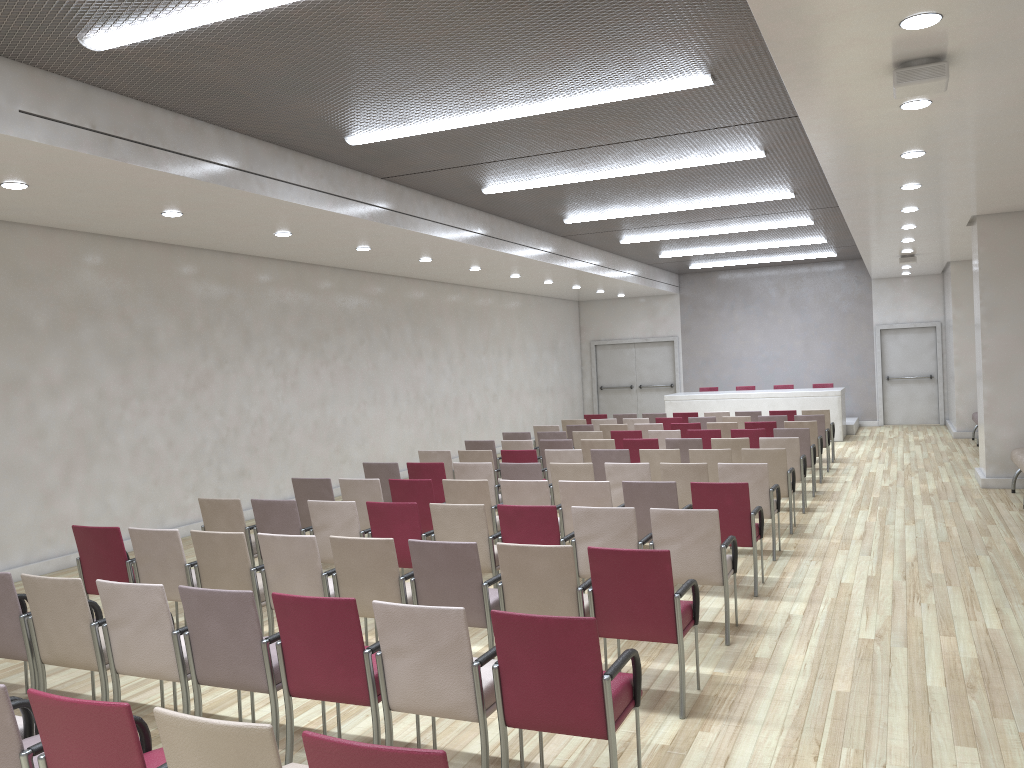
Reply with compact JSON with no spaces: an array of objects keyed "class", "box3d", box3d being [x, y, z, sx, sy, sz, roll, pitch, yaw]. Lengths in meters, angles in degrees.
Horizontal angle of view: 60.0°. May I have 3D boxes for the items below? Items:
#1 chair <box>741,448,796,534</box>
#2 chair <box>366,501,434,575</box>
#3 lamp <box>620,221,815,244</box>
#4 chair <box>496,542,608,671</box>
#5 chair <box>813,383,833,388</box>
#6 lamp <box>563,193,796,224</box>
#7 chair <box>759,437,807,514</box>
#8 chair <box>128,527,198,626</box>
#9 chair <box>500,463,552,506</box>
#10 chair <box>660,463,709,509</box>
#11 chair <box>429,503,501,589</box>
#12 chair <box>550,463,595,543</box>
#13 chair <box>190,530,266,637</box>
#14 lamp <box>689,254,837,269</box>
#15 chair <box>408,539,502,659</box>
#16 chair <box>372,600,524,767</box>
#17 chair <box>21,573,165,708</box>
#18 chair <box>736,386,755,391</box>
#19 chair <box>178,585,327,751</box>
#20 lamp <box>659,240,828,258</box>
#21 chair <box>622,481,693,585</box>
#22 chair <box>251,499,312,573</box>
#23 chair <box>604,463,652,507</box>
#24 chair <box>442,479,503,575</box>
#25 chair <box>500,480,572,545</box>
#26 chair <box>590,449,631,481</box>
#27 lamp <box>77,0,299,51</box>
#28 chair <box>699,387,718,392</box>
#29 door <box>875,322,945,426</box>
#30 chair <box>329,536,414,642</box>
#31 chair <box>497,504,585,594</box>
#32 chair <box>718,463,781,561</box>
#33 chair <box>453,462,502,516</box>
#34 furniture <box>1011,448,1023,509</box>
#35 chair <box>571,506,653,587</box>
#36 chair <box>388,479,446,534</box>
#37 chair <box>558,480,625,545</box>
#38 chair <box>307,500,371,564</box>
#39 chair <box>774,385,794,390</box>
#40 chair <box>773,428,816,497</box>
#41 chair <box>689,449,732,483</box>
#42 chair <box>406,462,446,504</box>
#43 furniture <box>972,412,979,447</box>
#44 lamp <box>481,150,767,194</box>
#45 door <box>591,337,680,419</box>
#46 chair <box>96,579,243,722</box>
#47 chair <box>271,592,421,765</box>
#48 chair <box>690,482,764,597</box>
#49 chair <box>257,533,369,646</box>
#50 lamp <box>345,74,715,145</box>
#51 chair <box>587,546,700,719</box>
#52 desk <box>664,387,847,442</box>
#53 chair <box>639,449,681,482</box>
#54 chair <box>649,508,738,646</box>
[{"class":"chair","box3d":[2.726,1.098,9.410,0.513,0.890,0.640,-2,1,24]},{"class":"chair","box3d":[-0.764,1.316,6.911,0.513,0.890,0.640,-2,1,25]},{"class":"lamp","box3d":[3.475,-2.603,15.302,3.304,0.045,0.198,-2,1,24]},{"class":"chair","box3d":[0.253,1.307,5.123,0.513,0.890,0.640,-2,1,23]},{"class":"chair","box3d":[6.950,0.446,19.829,0.513,0.890,0.640,-2,1,23]},{"class":"lamp","box3d":[2.317,-2.492,12.666,3.304,0.045,0.198,-2,1,24]},{"class":"chair","box3d":[3.218,1.050,10.526,0.513,0.890,0.640,-2,1,23]},{"class":"chair","box3d":[-2.275,1.402,6.233,0.513,0.890,0.640,-2,1,24]},{"class":"chair","box3d":[0.217,1.221,9.155,0.513,0.890,0.640,-2,1,24]},{"class":"chair","box3d":[1.728,1.164,8.503,0.513,0.890,0.640,-2,1,24]},{"class":"chair","box3d":[-0.263,1.297,6.685,0.513,0.890,0.640,-2,1,24]},{"class":"chair","box3d":[0.712,1.203,8.940,0.513,0.890,0.640,-2,1,24]},{"class":"chair","box3d":[-1.769,1.383,6.005,0.513,0.890,0.640,-2,1,24]},{"class":"lamp","box3d":[5.751,-2.822,20.478,3.304,0.045,0.198,-2,1,24]},{"class":"chair","box3d":[-0.260,1.327,5.335,0.513,0.890,0.640,-2,1,25]},{"class":"chair","box3d":[-0.258,1.355,3.995,0.513,0.890,0.640,-2,1,24]},{"class":"chair","box3d":[-2.261,1.430,4.885,0.513,0.890,0.640,-2,1,25]},{"class":"chair","box3d":[5.381,0.505,20.522,0.513,0.890,0.640,-2,1,23]},{"class":"chair","box3d":[-1.262,1.393,4.448,0.513,0.890,0.640,-2,1,24]},{"class":"lamp","box3d":[4.604,-2.712,17.869,3.304,0.045,0.198,-2,1,24]},{"class":"chair","box3d":[1.236,1.212,7.379,0.513,0.890,0.640,-2,1,25]},{"class":"chair","box3d":[-1.771,1.354,7.360,0.513,0.890,0.640,-2,1,24]},{"class":"chair","box3d":[1.234,1.183,8.720,0.513,0.890,0.640,-2,1,25]},{"class":"chair","box3d":[-0.278,1.269,8.035,0.513,0.890,0.640,-2,1,23]},{"class":"chair","box3d":[0.238,1.249,7.819,0.513,0.890,0.640,-2,1,24]},{"class":"chair","box3d":[1.217,1.155,10.063,0.513,0.890,0.640,-2,1,24]},{"class":"lamp","box3d":[-1.115,-2.161,4.860,3.304,0.045,0.198,-2,1,24]},{"class":"chair","box3d":[4.596,0.534,20.868,0.513,0.890,0.640,-2,1,23]},{"class":"door","box3d":[9.353,-0.219,20.867,1.400,2.400,0.200,-2,1,24]},{"class":"chair","box3d":[-0.768,1.345,5.570,0.513,0.890,0.640,-2,1,23]},{"class":"chair","box3d":[0.235,1.279,6.472,0.513,0.890,0.640,-2,1,23]},{"class":"chair","box3d":[2.221,1.146,8.280,0.513,0.890,0.640,-2,1,24]},{"class":"chair","box3d":[-0.272,1.239,9.389,0.513,0.890,0.640,-2,1,24]},{"class":"furniture","box3d":[6.166,1.084,10.310,0.530,0.550,1.833,-2,1,24]},{"class":"chair","box3d":[0.744,1.259,6.249,0.513,0.890,0.640,-2,1,23]},{"class":"chair","box3d":[-0.782,1.288,8.250,0.513,0.890,0.640,-2,1,24]},{"class":"chair","box3d":[0.728,1.231,7.591,0.513,0.890,0.640,-2,1,24]},{"class":"chair","box3d":[-1.263,1.335,7.140,0.513,0.890,0.640,-2,1,24]},{"class":"chair","box3d":[6.165,0.475,20.176,0.513,0.890,0.640,-2,1,23]},{"class":"chair","box3d":[3.716,1.002,11.651,0.513,0.890,0.640,-2,1,23]},{"class":"chair","box3d":[2.216,1.117,9.617,0.513,0.890,0.640,-2,1,23]},{"class":"chair","box3d":[-0.781,1.258,9.610,0.513,0.890,0.640,-2,1,23]},{"class":"furniture","box3d":[8.871,0.824,16.463,0.530,0.550,1.833,-2,1,24]},{"class":"lamp","box3d":[1.182,-2.382,10.086,3.304,0.045,0.198,-2,1,24]},{"class":"door","box3d":[3.296,0.008,23.539,2.373,2.400,0.200,-2,1,24]},{"class":"chair","box3d":[-1.758,1.412,4.663,0.513,0.890,0.640,-2,1,24]},{"class":"chair","box3d":[-0.756,1.374,4.228,0.513,0.890,0.640,-2,1,23]},{"class":"chair","box3d":[1.740,1.193,7.138,0.513,0.890,0.640,-2,1,24]},{"class":"chair","box3d":[-1.262,1.364,5.776,0.513,0.890,0.640,-2,1,25]},{"class":"lamp","box3d":[0.031,-2.271,7.467,3.304,0.045,0.198,-2,1,24]},{"class":"chair","box3d":[0.743,1.289,4.901,0.513,0.890,0.640,-2,1,24]},{"class":"desk","box3d":[5.307,0.684,19.353,3.652,1.042,1.456,-2,1,24]},{"class":"chair","box3d":[1.724,1.135,9.851,0.513,0.890,0.640,-2,1,23]},{"class":"chair","box3d":[1.246,1.241,6.023,0.513,0.890,0.640,-2,1,23]}]
